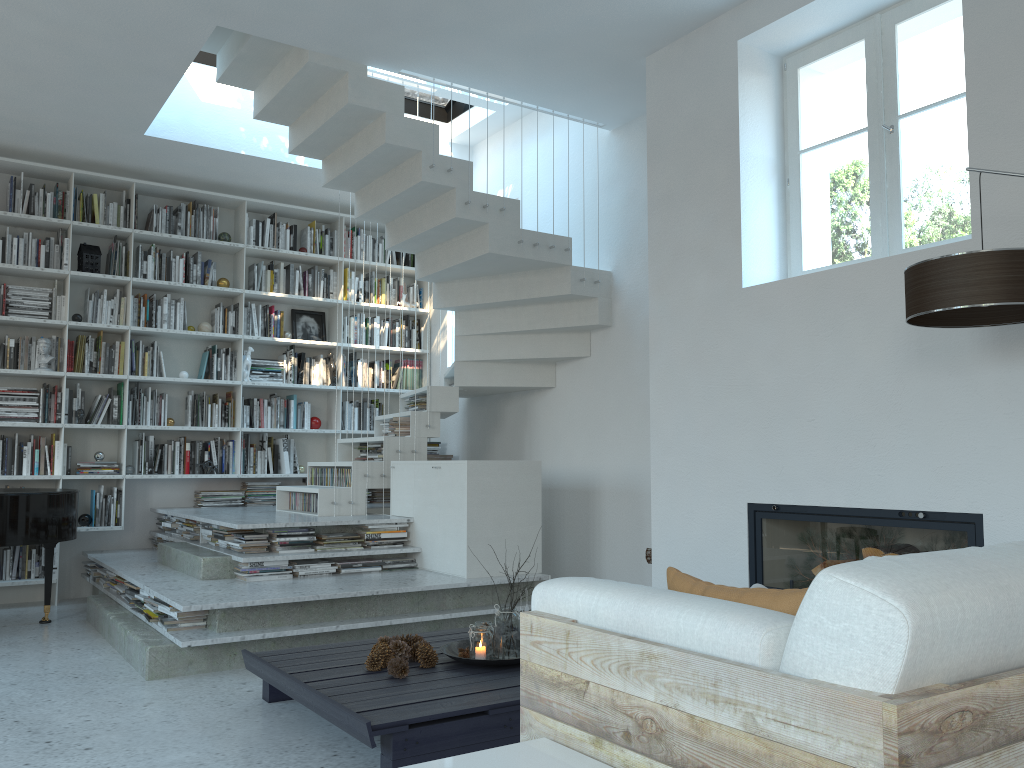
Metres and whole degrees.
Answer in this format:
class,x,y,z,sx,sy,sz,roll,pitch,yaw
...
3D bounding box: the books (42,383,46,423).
class,x,y,z,sx,sy,sz,roll,pitch,yaw
books,-3.405,0.145,6.445,0.011,0.298,0.130,3,-5,-33

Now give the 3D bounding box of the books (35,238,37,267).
class,x,y,z,sx,sy,sz,roll,pitch,yaw
books,-3.480,-0.929,6.465,0.011,0.238,0.139,3,-5,-33

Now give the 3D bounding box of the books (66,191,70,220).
class,x,y,z,sx,sy,sz,roll,pitch,yaw
books,-3.316,-1.294,6.598,0.022,0.257,0.137,3,-5,-33

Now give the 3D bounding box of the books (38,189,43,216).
class,x,y,z,sx,sy,sz,roll,pitch,yaw
books,-3.457,-1.294,6.492,0.023,0.236,0.154,3,-6,-33

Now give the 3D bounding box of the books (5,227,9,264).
class,x,y,z,sx,sy,sz,roll,pitch,yaw
books,-3.617,-0.963,6.339,0.011,0.284,0.190,3,-6,-33

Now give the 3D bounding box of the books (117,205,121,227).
class,x,y,z,sx,sy,sz,roll,pitch,yaw
books,-3.027,-1.251,6.784,0.025,0.203,0.162,3,-6,-33

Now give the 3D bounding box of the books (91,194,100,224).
class,x,y,z,sx,sy,sz,roll,pitch,yaw
books,-3.147,-1.285,6.685,0.054,0.254,0.191,3,-6,-33

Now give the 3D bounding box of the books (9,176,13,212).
class,x,y,z,sx,sy,sz,roll,pitch,yaw
books,-3.613,-1.331,6.384,0.014,0.292,0.176,3,-6,-33

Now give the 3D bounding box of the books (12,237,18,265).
class,x,y,z,sx,sy,sz,roll,pitch,yaw
books,-3.583,-0.926,6.376,0.027,0.216,0.190,3,-6,-33

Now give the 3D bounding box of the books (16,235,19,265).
class,x,y,z,sx,sy,sz,roll,pitch,yaw
books,-3.573,-0.938,6.398,0.012,0.244,0.131,3,-5,-33

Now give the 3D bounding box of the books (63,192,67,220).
class,x,y,z,sx,sy,sz,roll,pitch,yaw
books,-3.327,-1.287,6.582,0.014,0.238,0.153,3,-6,-33

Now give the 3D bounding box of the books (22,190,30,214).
class,x,y,z,sx,sy,sz,roll,pitch,yaw
books,-3.536,-1.286,6.434,0.050,0.210,0.173,3,-6,-33

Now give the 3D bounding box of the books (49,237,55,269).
class,x,y,z,sx,sy,sz,roll,pitch,yaw
books,-3.391,-0.936,6.516,0.029,0.261,0.133,3,-5,-33

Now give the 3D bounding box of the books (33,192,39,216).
class,x,y,z,sx,sy,sz,roll,pitch,yaw
books,-3.478,-1.279,6.471,0.033,0.202,0.166,3,-6,-33

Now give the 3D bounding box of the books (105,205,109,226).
class,x,y,z,sx,sy,sz,roll,pitch,yaw
books,-3.083,-1.244,6.725,0.022,0.179,0.173,3,-6,-33

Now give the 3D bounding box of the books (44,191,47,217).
class,x,y,z,sx,sy,sz,roll,pitch,yaw
books,-3.431,-1.283,6.503,0.012,0.217,0.179,3,-6,-33

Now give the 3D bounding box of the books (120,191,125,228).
class,x,y,z,sx,sy,sz,roll,pitch,yaw
books,-2.998,-1.311,6.820,0.012,0.329,0.128,3,-5,-33

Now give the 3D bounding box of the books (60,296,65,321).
class,x,y,z,sx,sy,sz,roll,pitch,yaw
books,-3.320,-0.538,6.538,0.030,0.205,0.158,3,-6,-33

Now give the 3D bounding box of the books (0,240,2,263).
class,x,y,z,sx,sy,sz,roll,pitch,yaw
books,-3.659,-0.916,6.322,0.025,0.187,0.193,3,-6,-33

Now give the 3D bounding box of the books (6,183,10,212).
class,x,y,z,sx,sy,sz,roll,pitch,yaw
books,-3.633,-1.307,6.390,0.012,0.245,0.151,3,-6,-33

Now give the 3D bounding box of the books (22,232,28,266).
class,x,y,z,sx,sy,sz,roll,pitch,yaw
books,-3.538,-0.949,6.434,0.029,0.273,0.140,3,-5,-33

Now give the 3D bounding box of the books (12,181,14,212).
class,x,y,z,sx,sy,sz,roll,pitch,yaw
books,-3.612,-1.317,6.403,0.011,0.266,0.129,3,-5,-33

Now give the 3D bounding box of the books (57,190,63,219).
class,x,y,z,sx,sy,sz,roll,pitch,yaw
books,-3.355,-1.291,6.562,0.028,0.243,0.161,3,-6,-33

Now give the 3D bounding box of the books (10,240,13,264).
class,x,y,z,sx,sy,sz,roll,pitch,yaw
books,-3.606,-0.919,6.377,0.011,0.204,0.133,3,-6,-33

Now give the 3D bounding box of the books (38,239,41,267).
class,x,y,z,sx,sy,sz,roll,pitch,yaw
books,-3.452,-0.925,6.461,0.012,0.230,0.158,3,-6,-33

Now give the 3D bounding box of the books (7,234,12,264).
class,x,y,z,sx,sy,sz,roll,pitch,yaw
books,-3.613,-0.938,6.359,0.021,0.237,0.171,3,-6,-33

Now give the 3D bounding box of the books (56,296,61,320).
class,x,y,z,sx,sy,sz,roll,pitch,yaw
books,-3.342,-0.536,6.517,0.030,0.198,0.172,3,-6,-33

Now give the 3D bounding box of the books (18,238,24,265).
class,x,y,z,sx,sy,sz,roll,pitch,yaw
books,-3.551,-0.925,6.400,0.028,0.219,0.183,3,-6,-33

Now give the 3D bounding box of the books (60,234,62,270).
class,x,y,z,sx,sy,sz,roll,pitch,yaw
books,-3.347,-0.951,6.561,0.010,0.299,0.133,3,-5,-33

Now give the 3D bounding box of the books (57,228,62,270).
class,x,y,z,sx,sy,sz,roll,pitch,yaw
books,-3.346,-0.970,6.542,0.012,0.334,0.156,3,-5,-33

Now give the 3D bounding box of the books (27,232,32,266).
class,x,y,z,sx,sy,sz,roll,pitch,yaw
books,-3.505,-0.947,6.431,0.023,0.269,0.185,3,-6,-33

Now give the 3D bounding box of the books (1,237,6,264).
class,x,y,z,sx,sy,sz,roll,pitch,yaw
books,-3.655,-0.931,6.361,0.024,0.223,0.128,3,-5,-33

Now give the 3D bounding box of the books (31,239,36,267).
class,x,y,z,sx,sy,sz,roll,pitch,yaw
books,-3.481,-0.924,6.435,0.023,0.222,0.191,3,-6,-33

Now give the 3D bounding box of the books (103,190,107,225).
class,x,y,z,sx,sy,sz,roll,pitch,yaw
books,-3.098,-1.303,6.723,0.010,0.297,0.167,3,-5,-33

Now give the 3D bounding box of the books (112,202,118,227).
class,x,y,z,sx,sy,sz,roll,pitch,yaw
books,-3.038,-1.258,6.752,0.031,0.213,0.169,3,-6,-33

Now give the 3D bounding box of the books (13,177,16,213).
class,x,y,z,sx,sy,sz,roll,pitch,yaw
books,-3.598,-1.332,6.403,0.011,0.296,0.157,3,-5,-33

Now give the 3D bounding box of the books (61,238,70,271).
class,x,y,z,sx,sy,sz,roll,pitch,yaw
books,-3.282,-0.924,6.504,0.037,0.237,0.272,3,-6,-33

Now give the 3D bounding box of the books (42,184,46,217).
class,x,y,z,sx,sy,sz,roll,pitch,yaw
books,-3.435,-1.311,6.490,0.010,0.270,0.180,3,-6,-33

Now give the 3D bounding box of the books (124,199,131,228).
class,x,y,z,sx,sy,sz,roll,pitch,yaw
books,-2.963,-1.274,6.801,0.029,0.252,0.186,3,-6,-33

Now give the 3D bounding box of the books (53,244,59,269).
class,x,y,z,sx,sy,sz,roll,pitch,yaw
books,-3.359,-0.906,6.518,0.029,0.202,0.191,3,-6,-33

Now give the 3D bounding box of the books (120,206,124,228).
class,x,y,z,sx,sy,sz,roll,pitch,yaw
books,-3.003,-1.245,6.790,0.022,0.194,0.182,3,-6,-33

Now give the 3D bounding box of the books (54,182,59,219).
class,x,y,z,sx,sy,sz,roll,pitch,yaw
books,-3.376,-1.323,6.560,0.012,0.308,0.138,3,-5,-33

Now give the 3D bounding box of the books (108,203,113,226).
class,x,y,z,sx,sy,sz,roll,pitch,yaw
books,-3.064,-1.254,6.740,0.024,0.201,0.180,3,-6,-33

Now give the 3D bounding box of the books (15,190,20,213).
class,x,y,z,sx,sy,sz,roll,pitch,yaw
books,-3.588,-1.286,6.421,0.031,0.208,0.147,3,-6,-33

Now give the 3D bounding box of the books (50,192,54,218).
class,x,y,z,sx,sy,sz,roll,pitch,yaw
books,-3.411,-1.287,6.549,0.026,0.233,0.137,3,-6,-33

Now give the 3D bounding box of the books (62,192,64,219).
class,x,y,z,sx,sy,sz,roll,pitch,yaw
books,-3.343,-1.289,6.582,0.014,0.244,0.145,3,-6,-33

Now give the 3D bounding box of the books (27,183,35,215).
class,x,y,z,sx,sy,sz,roll,pitch,yaw
books,-3.514,-1.312,6.473,0.028,0.269,0.140,3,-5,-33

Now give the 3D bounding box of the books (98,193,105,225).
class,x,y,z,sx,sy,sz,roll,pitch,yaw
books,-3.124,-1.291,6.726,0.030,0.274,0.151,3,-5,-33

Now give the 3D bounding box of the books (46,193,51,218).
class,x,y,z,sx,sy,sz,roll,pitch,yaw
books,-3.407,-1.276,6.498,0.023,0.202,0.193,3,-6,-33

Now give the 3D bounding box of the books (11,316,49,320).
class,x,y,z,sx,sy,sz,roll,pitch,yaw
books,-3.498,-0.465,6.404,0.254,0.012,0.161,4,-7,-37

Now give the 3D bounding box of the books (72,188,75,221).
class,x,y,z,sx,sy,sz,roll,pitch,yaw
books,-3.277,-1.305,6.605,0.008,0.278,0.170,3,-6,-33

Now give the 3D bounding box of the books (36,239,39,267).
class,x,y,z,sx,sy,sz,roll,pitch,yaw
books,-3.465,-0.925,6.460,0.010,0.230,0.152,3,-6,-33

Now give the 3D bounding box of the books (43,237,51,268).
class,x,y,z,sx,sy,sz,roll,pitch,yaw
books,-3.407,-0.932,6.486,0.032,0.248,0.173,3,-6,-33

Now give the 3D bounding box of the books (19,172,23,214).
class,x,y,z,sx,sy,sz,roll,pitch,yaw
books,-3.558,-1.348,6.419,0.010,0.331,0.186,3,-5,-33

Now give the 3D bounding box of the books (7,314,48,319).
class,x,y,z,sx,sy,sz,roll,pitch,yaw
books,-3.499,-0.477,6.406,0.254,0.012,0.161,3,-6,-30

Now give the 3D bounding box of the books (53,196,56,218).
class,x,y,z,sx,sy,sz,roll,pitch,yaw
books,-3.391,-1.272,6.554,0.014,0.204,0.135,3,-6,-33

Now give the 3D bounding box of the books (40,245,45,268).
class,x,y,z,sx,sy,sz,roll,pitch,yaw
books,-3.433,-0.903,6.468,0.029,0.188,0.176,3,-6,-33
